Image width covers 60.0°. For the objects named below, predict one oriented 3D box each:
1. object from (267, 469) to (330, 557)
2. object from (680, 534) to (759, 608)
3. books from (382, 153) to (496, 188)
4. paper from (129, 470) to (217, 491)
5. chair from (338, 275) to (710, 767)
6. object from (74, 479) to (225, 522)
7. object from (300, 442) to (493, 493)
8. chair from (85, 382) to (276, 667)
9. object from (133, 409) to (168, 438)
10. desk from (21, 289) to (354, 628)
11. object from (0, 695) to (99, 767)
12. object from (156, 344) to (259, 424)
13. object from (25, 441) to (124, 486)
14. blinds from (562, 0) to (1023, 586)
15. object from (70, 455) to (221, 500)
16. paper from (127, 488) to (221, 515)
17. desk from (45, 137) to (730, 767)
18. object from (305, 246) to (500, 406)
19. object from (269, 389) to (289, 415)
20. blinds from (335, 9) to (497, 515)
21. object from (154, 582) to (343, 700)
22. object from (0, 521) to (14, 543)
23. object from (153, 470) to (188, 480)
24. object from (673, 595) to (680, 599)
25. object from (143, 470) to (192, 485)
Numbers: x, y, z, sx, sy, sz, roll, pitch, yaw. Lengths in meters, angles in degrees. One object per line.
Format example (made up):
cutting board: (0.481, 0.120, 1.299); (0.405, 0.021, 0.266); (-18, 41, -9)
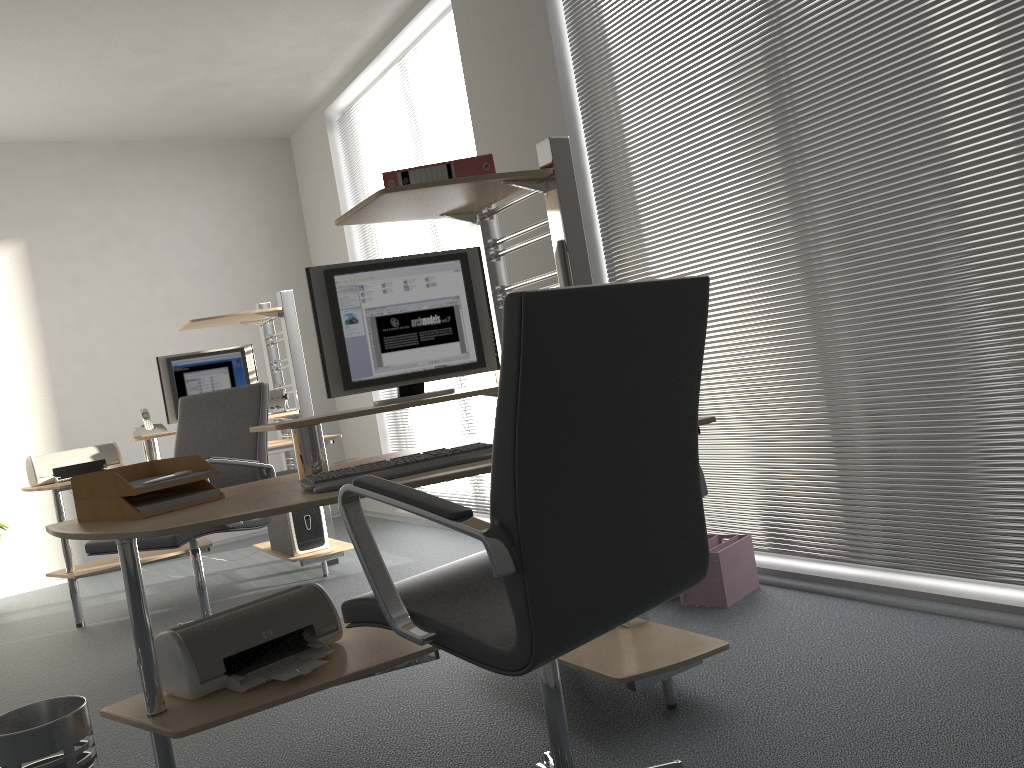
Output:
object: (-1.202, 0.699, 4.884); (0.199, 0.422, 0.471); (-10, 1, -30)
object: (0.734, 0.671, 3.183); (0.185, 0.202, 0.245); (-8, 2, 42)
books: (-0.205, -0.600, 2.662); (0.320, 0.072, 0.262); (-10, 1, 2)
paper: (-0.915, 0.248, 2.220); (0.297, 0.010, 0.210); (-9, 2, 39)
chair: (0.051, 0.379, 1.690); (0.584, 1.048, 0.652); (-11, 2, -44)
object: (-0.909, 0.287, 2.222); (0.309, 0.060, 0.225); (-9, 2, 39)
object: (-0.365, 0.234, 2.393); (0.478, 0.082, 0.814); (-10, 1, -23)
chair: (-1.312, 0.567, 3.640); (0.584, 1.048, 0.652); (-9, 1, 25)
object: (-1.987, 0.206, 4.841); (0.150, 0.151, 0.119); (-11, 2, -44)
desk: (-1.760, 0.358, 4.676); (1.469, 1.566, 0.967); (-10, 1, -30)
object: (-0.999, 0.899, 1.916); (0.208, 0.377, 0.208); (-9, 1, 13)
object: (-1.706, 0.019, 5.045); (0.516, 0.418, 0.245); (-10, 1, -15)
object: (-2.275, 0.414, 4.652); (0.438, 0.162, 0.351); (-10, 2, -38)
blinds: (0.881, -0.754, 3.059); (0.022, 2.770, 1.950); (-10, 1, -30)
object: (-0.918, 0.231, 2.221); (0.309, 0.060, 0.225); (-9, 2, 39)
paper: (-0.906, 0.299, 2.221); (0.297, 0.019, 0.210); (-9, 2, 39)
desk: (-0.360, 0.174, 2.264); (1.469, 1.566, 0.967); (-10, 1, -30)
object: (-0.316, -0.164, 2.654); (0.516, 0.418, 0.245); (-10, 1, -8)
object: (-1.332, 0.100, 5.001); (0.154, 0.135, 0.093); (-9, 1, 6)
blinds: (-0.523, -0.569, 5.476); (0.037, 2.749, 1.950); (-10, 1, -30)
object: (-0.623, 0.643, 2.242); (0.351, 0.162, 0.438); (-8, 2, 44)
object: (-3.319, 0.829, 5.286); (0.544, 1.147, 0.644); (-10, 1, -1)
object: (-0.847, 0.229, 2.184); (0.008, 0.009, 0.159); (-9, 1, 15)
object: (0.598, 0.690, 3.364); (0.245, 0.202, 0.185); (-10, 1, -30)
object: (-0.838, 0.228, 2.155); (0.008, 0.009, 0.159); (-9, 1, 23)
